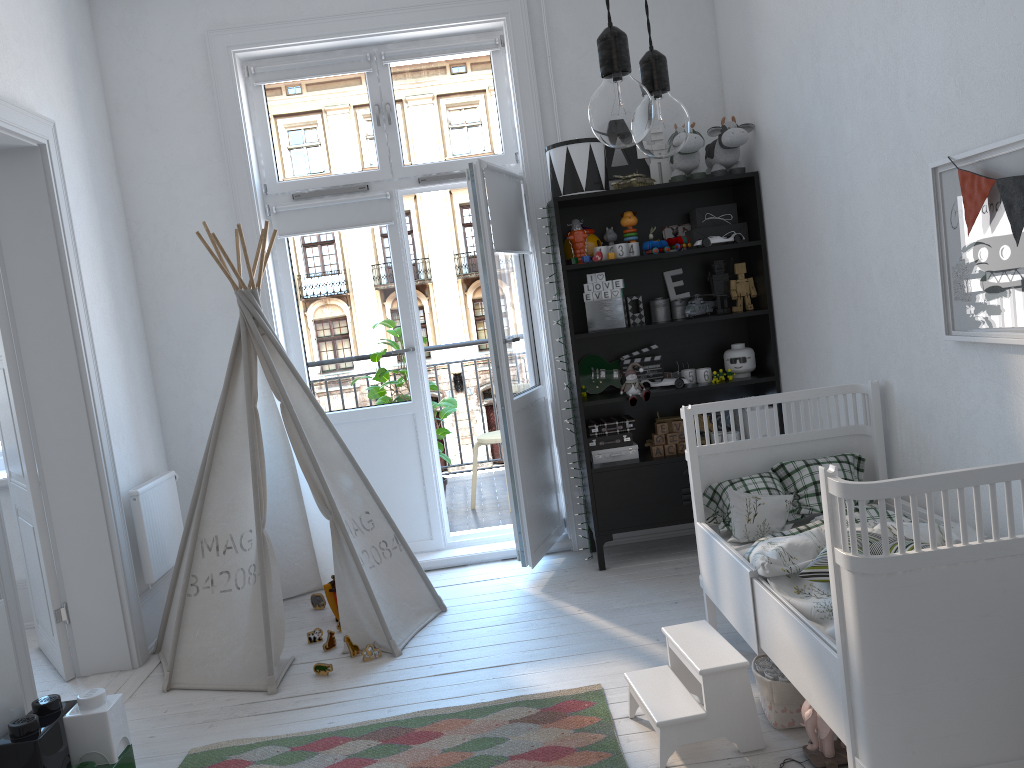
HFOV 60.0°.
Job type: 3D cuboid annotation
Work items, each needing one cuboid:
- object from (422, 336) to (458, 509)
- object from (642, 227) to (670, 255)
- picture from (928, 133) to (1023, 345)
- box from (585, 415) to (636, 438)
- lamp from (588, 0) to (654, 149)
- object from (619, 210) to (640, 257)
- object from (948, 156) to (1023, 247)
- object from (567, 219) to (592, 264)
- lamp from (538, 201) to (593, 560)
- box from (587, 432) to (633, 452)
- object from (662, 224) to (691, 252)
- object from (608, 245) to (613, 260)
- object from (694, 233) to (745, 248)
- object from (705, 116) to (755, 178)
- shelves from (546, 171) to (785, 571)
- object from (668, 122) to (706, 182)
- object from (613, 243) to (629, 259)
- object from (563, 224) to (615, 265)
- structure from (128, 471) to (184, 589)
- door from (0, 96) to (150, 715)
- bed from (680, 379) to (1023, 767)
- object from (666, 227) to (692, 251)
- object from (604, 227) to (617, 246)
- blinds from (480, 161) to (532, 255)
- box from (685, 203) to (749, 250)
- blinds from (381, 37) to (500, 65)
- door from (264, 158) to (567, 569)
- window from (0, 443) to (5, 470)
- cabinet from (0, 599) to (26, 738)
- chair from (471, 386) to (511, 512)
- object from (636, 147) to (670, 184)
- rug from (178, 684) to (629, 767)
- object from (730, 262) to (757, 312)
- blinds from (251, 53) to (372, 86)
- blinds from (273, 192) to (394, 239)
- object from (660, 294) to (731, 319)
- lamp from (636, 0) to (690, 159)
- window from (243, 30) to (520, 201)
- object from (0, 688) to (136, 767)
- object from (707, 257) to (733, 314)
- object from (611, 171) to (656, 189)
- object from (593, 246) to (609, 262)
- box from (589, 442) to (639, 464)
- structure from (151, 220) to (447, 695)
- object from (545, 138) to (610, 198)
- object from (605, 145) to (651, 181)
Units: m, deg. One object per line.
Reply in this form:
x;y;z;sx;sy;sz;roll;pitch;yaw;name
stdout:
-0.640;0.202;5.487;0.720;1.226;0.489;-7;5;8;object
0.649;-0.646;4.008;0.121;0.126;0.087;-10;6;-25;object
1.216;-0.340;2.130;0.030;0.493;0.703;-8;5;-2;picture
0.456;0.197;4.142;0.215;0.062;0.179;-8;5;-2;box
-0.274;-1.036;1.520;0.074;1.531;1.381;-10;6;-27;lamp
0.535;-0.675;4.000;0.077;0.213;0.077;-4;6;31;object
1.195;-0.521;1.948;0.058;0.415;0.904;-8;5;-3;object
0.304;-0.638;3.969;0.105;0.203;0.072;-7;5;6;object
0.700;-0.062;4.173;0.985;1.685;0.095;-8;5;-4;lamp
0.445;0.260;4.146;0.215;0.062;0.179;-8;5;-2;box
0.893;-0.703;4.213;0.347;0.132;0.037;-8;5;-2;object
0.451;-0.593;4.023;0.067;0.067;0.067;-10;6;-28;object
0.927;-0.641;3.974;0.230;0.048;0.098;-9;5;-12;object
0.926;-1.045;3.979;0.211;0.253;0.386;-9;5;-18;object
0.729;-0.057;4.111;0.911;1.679;0.353;-8;5;-2;shelves
0.776;-1.024;3.969;0.154;0.253;0.369;-7;5;6;object
0.487;-0.592;3.966;0.067;0.067;0.067;-8;5;-1;object
0.335;-0.644;4.040;0.197;0.197;0.318;-8;5;-6;object
-1.542;0.638;3.960;0.075;0.460;0.635;-8;5;-6;structure
-1.805;0.103;3.278;0.505;2.179;1.464;-9;6;-17;door
0.978;0.487;2.417;0.670;0.833;1.403;-8;5;-2;bed
0.755;-0.665;4.053;0.087;0.112;0.122;-11;6;-31;object
0.462;-0.650;4.122;0.063;0.160;0.063;-10;6;-23;object
-0.014;-0.793;4.065;0.032;0.391;0.565;-6;5;18;blinds
0.947;-0.728;4.107;0.251;0.189;0.179;-8;5;-2;box
-0.343;-1.601;4.261;0.565;0.060;0.032;-8;5;-2;blinds
-0.456;-0.046;4.166;1.264;1.840;0.636;-8;5;0;door
-3.114;-0.447;4.471;1.357;1.903;0.093;-8;5;-2;window
-1.424;0.862;1.955;0.183;0.455;0.969;-8;5;-2;cabinet
-0.012;0.377;5.505;0.436;0.716;0.497;-3;7;43;chair
0.681;-1.048;4.129;0.190;0.291;0.065;-7;5;3;object
-0.317;1.127;1.799;1.320;0.016;2.027;-8;5;-2;rug
1.056;-0.444;4.063;0.114;0.221;0.052;-8;5;-2;object
-0.956;-1.504;4.240;0.565;0.087;0.032;-8;5;-2;blinds
-0.865;-0.819;4.306;0.565;0.159;0.032;-8;5;-2;blinds
0.855;-0.360;4.072;0.368;0.106;0.349;-8;5;0;object
-0.208;-1.055;1.641;0.074;1.531;1.381;-10;6;-27;lamp
-0.622;-1.301;4.294;1.263;0.661;0.101;-8;5;-2;window
-1.193;1.024;2.387;0.246;0.332;0.246;-8;5;-2;object
0.975;-0.458;4.120;0.117;0.259;0.081;-8;5;-2;object
0.531;-0.919;3.980;0.121;0.100;0.338;-4;6;33;object
0.400;-0.582;3.978;0.067;0.067;0.067;-8;5;-1;object
0.472;0.318;4.152;0.215;0.062;0.179;-8;5;-2;box
-0.993;0.185;3.627;1.142;1.751;1.143;-10;6;-26;structure
0.324;-0.981;4.074;0.272;0.259;0.394;-5;6;26;object
0.504;-1.054;4.150;0.343;0.344;0.057;-8;5;-2;object
